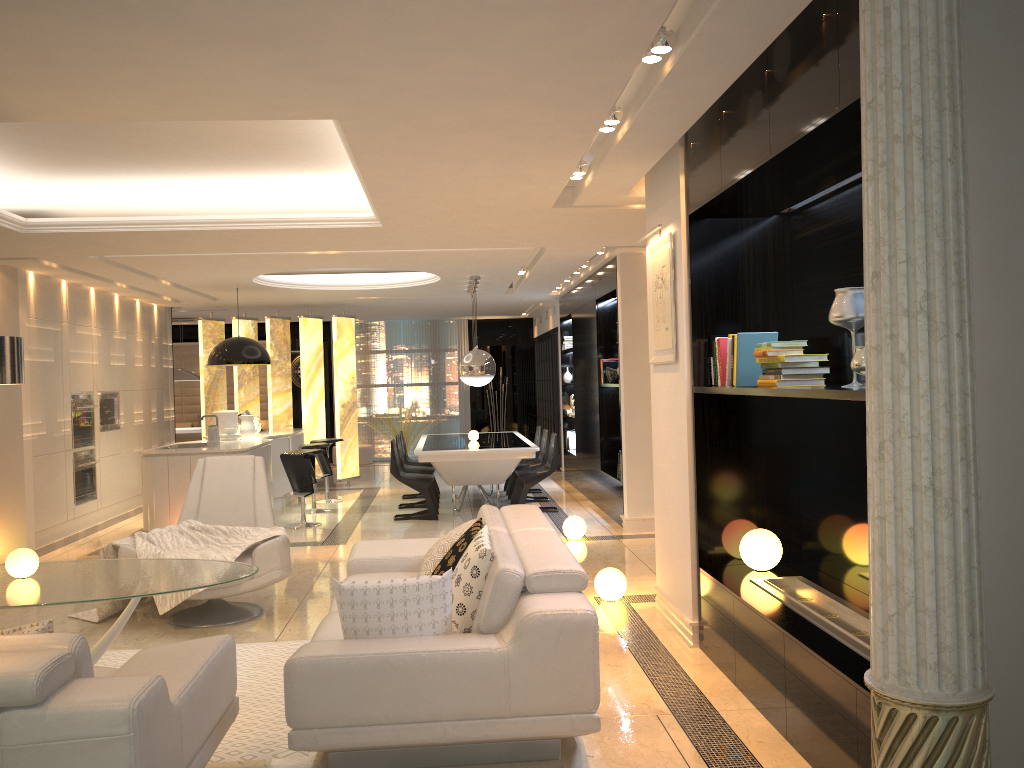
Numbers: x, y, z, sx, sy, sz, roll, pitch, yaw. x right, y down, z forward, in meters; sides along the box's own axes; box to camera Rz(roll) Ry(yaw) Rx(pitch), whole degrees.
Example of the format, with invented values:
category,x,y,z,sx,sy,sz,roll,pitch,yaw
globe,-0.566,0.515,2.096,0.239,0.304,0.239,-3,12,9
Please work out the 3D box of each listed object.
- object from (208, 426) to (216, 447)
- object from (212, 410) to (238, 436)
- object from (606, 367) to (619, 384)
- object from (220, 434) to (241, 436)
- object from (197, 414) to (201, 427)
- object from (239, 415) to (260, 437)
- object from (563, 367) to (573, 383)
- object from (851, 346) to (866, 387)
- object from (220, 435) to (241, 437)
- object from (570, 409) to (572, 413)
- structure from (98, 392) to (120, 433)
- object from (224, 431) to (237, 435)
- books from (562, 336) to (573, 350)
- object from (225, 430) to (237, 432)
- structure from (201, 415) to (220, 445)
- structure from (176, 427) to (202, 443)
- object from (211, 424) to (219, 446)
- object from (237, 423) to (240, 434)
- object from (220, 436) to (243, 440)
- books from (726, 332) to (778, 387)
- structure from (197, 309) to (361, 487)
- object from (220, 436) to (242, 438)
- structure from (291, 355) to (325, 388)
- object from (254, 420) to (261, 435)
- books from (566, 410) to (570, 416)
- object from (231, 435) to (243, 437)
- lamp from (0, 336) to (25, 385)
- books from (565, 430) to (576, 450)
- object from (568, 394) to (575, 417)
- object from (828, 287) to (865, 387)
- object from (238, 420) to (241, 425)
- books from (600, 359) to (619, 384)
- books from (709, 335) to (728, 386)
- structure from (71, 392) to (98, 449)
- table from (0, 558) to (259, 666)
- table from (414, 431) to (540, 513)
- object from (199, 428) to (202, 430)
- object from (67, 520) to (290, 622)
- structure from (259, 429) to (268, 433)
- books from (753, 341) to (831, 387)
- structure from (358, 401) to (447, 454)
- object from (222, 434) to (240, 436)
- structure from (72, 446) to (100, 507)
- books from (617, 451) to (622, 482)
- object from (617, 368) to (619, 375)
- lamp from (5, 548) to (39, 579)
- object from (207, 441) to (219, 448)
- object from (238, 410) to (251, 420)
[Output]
category,x,y,z,sx,sy,sz,roll,pitch,yaw
object,-3.000,0.518,8.862,0.071,0.219,0.071,-2,0,-13
object,-3.299,0.465,10.204,0.288,0.330,0.288,-2,0,13
object,1.088,-0.088,9.308,0.193,0.177,0.375,-2,0,-3
object,-3.145,0.577,9.916,0.229,0.016,0.229,-2,0,26
object,-6.011,0.841,17.337,0.247,0.522,0.124,-2,0,-4
object,-3.084,0.494,10.385,0.211,0.254,0.183,-2,0,-42
object,0.833,-0.213,12.647,0.210,0.395,0.180,-2,0,-1
object,1.328,-0.064,3.309,0.119,0.154,0.119,-2,0,6
object,-3.145,0.586,9.916,0.229,0.016,0.229,-2,0,26
object,0.877,0.382,12.441,0.125,0.125,0.125,-1,0,35
structure,-4.903,0.329,10.298,0.446,0.450,0.659,-2,0,-4
object,-3.146,0.552,9.917,0.138,0.051,0.138,-1,0,44
books,0.842,-0.584,12.657,0.259,0.188,0.302,-2,0,3
object,-3.146,0.546,9.917,0.138,0.051,0.138,-1,0,44
structure,-3.094,0.473,9.082,0.177,0.310,0.089,-2,0,-4
structure,-5.734,1.155,14.498,2.912,0.812,1.659,-2,0,-4
object,-3.008,0.517,8.968,0.071,0.219,0.071,-2,0,-28
object,-3.322,0.541,10.525,0.211,0.174,0.211,-1,0,43
object,-3.144,0.609,9.917,0.264,0.033,0.264,-2,0,-35
books,1.180,-0.120,4.383,0.212,0.261,0.210,-2,0,-4
structure,-3.329,0.225,12.745,2.180,2.555,0.448,-2,0,-4
object,-3.144,0.603,9.917,0.264,0.033,0.264,-2,0,-35
structure,-3.824,-0.235,16.557,0.669,0.669,0.048,-2,0,-4
object,-3.115,0.514,10.610,0.212,0.214,0.213,-2,0,-44
books,0.880,0.406,12.655,0.209,0.073,0.266,-2,0,-1
object,-3.144,0.597,9.917,0.264,0.033,0.264,-2,0,-35
lamp,-2.220,0.263,2.950,0.393,2.519,2.009,-2,0,-4
books,0.884,0.799,12.725,0.210,0.270,0.236,-2,0,-5
object,0.867,0.293,12.273,0.177,0.311,0.177,-2,0,-4
object,1.327,-0.179,3.440,0.181,0.381,0.181,-2,0,-10
object,-3.446,0.528,11.386,0.266,0.147,0.253,-1,0,39
books,1.081,-0.139,9.619,0.210,0.270,0.236,-2,0,-5
books,1.159,-0.124,4.613,0.208,0.270,0.240,-2,0,-4
structure,-4.860,0.390,9.554,0.595,0.597,0.609,-2,0,-4
table,-2.285,1.218,4.207,2.140,0.565,0.999,-2,0,-5
table,-0.452,1.048,10.526,1.293,0.759,3.031,-2,0,-4
object,-5.105,0.747,14.547,0.057,0.057,0.057,-2,0,-34
object,-2.137,1.207,5.796,1.347,0.580,0.972,-2,0,33
structure,-3.469,0.615,11.384,0.502,0.026,0.811,-2,0,-4
books,1.237,-0.089,3.942,0.260,0.197,0.296,-2,0,-2
structure,-1.973,0.872,15.903,1.282,1.142,1.275,-1,0,42
object,-3.146,0.572,9.916,0.229,0.016,0.229,-2,0,26
structure,-4.841,0.999,9.557,0.595,0.597,0.609,-2,0,-4
books,1.160,0.800,8.734,0.222,0.296,0.345,-2,0,-4
object,1.111,-0.310,8.890,0.121,0.612,0.121,-2,0,-9
lamp,-2.369,0.866,4.290,0.143,0.143,0.143,-2,0,-20
object,-2.961,0.595,8.780,0.111,0.062,0.111,-2,0,17
object,-3.456,0.442,11.382,0.249,0.212,0.256,-2,0,31
